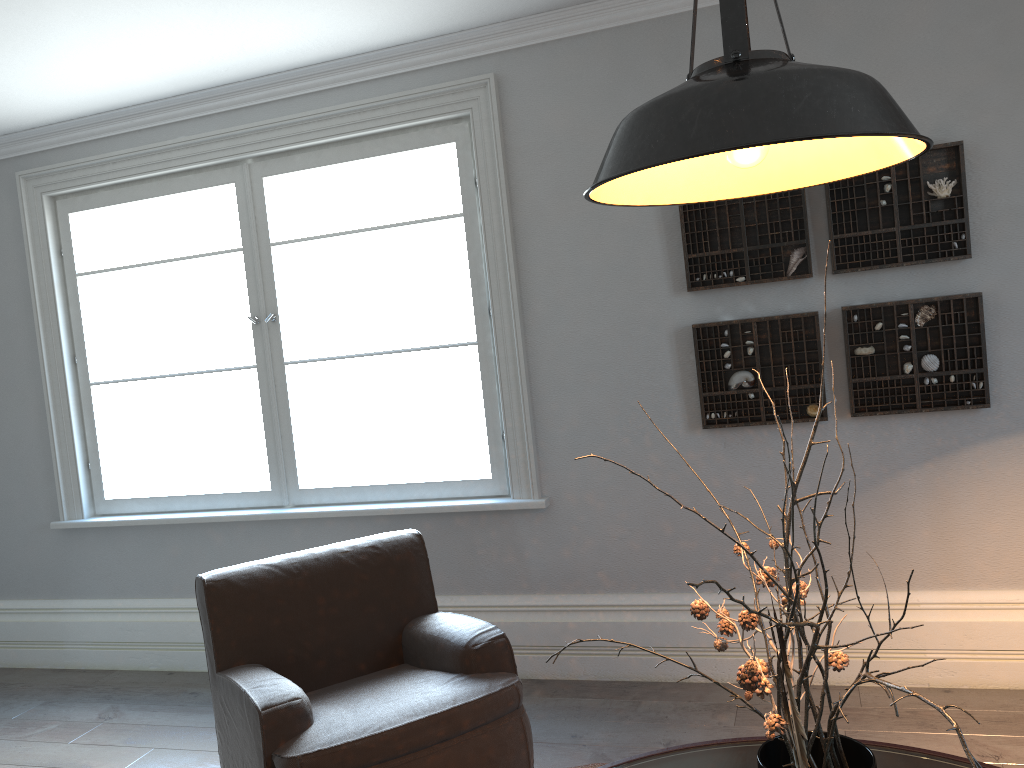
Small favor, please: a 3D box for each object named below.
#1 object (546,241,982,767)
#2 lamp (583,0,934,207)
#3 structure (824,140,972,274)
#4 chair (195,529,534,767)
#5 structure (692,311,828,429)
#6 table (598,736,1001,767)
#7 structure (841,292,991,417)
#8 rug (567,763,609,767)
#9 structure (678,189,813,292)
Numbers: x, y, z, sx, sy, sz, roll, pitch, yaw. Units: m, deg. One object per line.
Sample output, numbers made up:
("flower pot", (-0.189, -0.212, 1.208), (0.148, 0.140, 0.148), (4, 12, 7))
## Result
("object", (0.336, 0.339, 1.292), (0.525, 1.065, 0.853), (-7, 3, -11))
("lamp", (0.303, -0.847, 1.317), (0.504, 1.075, 0.504), (-7, 3, -24))
("structure", (1.392, -0.633, 3.217), (0.468, 0.416, 0.105), (-5, 3, 18))
("chair", (-0.468, 0.975, 2.823), (0.807, 0.795, 0.970), (-8, 3, -30))
("structure", (0.952, -0.049, 3.417), (0.468, 0.416, 0.086), (-5, 3, 18))
("table", (0.512, 1.100, 1.406), (1.299, 0.503, 1.300), (-6, 3, 11))
("structure", (1.470, -0.103, 3.243), (0.468, 0.416, 0.086), (-5, 3, 18))
("rug", (0.558, 1.293, 1.375), (2.399, 0.090, 2.820), (-5, 3, 19))
("structure", (0.893, -0.588, 3.409), (0.468, 0.416, 0.099), (-5, 3, 18))
